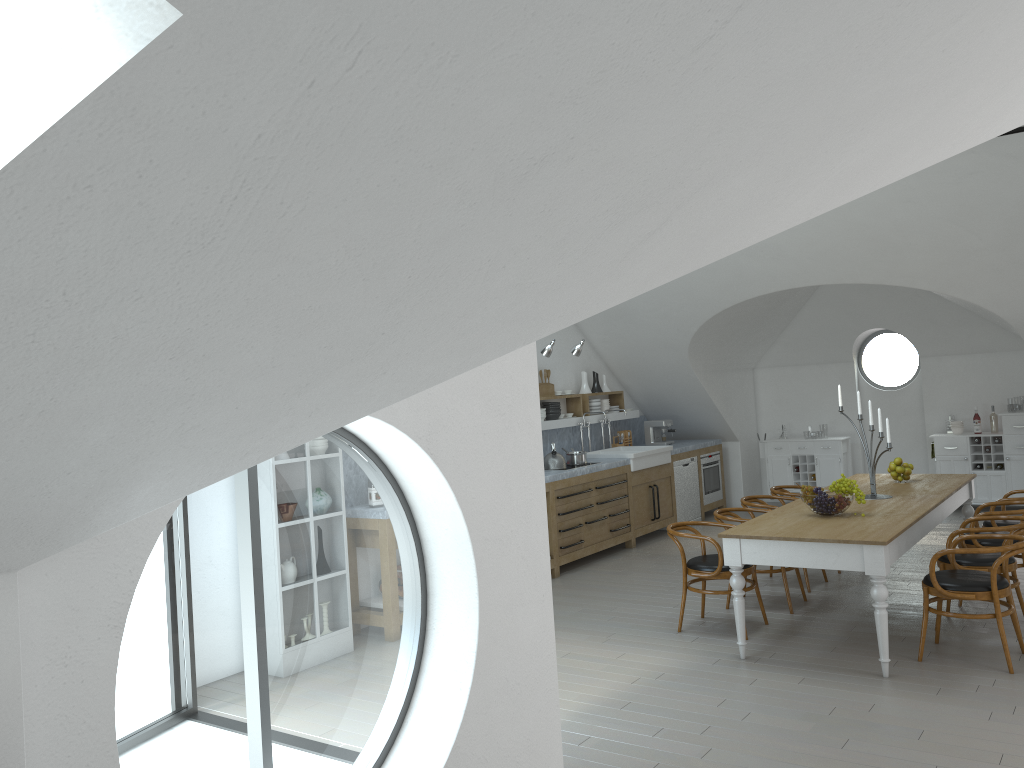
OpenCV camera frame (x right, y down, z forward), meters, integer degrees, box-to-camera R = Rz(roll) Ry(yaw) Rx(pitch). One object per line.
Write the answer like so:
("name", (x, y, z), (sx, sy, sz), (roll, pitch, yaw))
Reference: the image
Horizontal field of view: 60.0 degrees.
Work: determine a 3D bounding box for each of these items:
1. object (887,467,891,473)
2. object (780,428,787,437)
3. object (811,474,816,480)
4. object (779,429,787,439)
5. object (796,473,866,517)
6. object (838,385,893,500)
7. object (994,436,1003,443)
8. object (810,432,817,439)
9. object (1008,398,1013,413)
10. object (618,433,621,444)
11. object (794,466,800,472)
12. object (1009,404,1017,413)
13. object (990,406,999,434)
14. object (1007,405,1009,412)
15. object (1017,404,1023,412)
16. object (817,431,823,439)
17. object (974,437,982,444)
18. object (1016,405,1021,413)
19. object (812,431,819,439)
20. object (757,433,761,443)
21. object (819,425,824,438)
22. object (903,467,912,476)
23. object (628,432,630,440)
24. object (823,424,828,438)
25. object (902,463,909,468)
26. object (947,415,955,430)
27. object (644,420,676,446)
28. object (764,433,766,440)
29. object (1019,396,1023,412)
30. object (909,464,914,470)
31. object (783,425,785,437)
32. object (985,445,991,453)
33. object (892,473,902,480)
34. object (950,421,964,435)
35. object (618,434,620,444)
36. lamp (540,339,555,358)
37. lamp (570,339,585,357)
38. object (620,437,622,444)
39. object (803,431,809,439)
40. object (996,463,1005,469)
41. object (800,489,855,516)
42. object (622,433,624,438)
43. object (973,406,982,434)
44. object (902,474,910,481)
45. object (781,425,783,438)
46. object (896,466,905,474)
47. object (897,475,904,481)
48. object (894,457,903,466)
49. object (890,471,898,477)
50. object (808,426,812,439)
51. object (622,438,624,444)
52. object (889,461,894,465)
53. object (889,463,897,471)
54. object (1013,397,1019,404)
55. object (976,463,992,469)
("object", (3.250, 0.738, 7.595), (0.062, 0.059, 0.062), (-5, -2, 40))
("object", (3.664, 0.653, 11.975), (0.097, 0.137, 0.029), (-5, -2, 39))
("object", (3.947, 1.204, 11.521), (0.081, 0.083, 0.317), (-5, -1, 35))
("object", (3.660, 0.673, 11.969), (0.101, 0.138, 0.067), (-5, -2, 35))
("object", (2.176, 0.758, 6.059), (0.394, 0.284, 0.292), (-4, -1, 0))
("object", (2.751, 0.431, 6.862), (0.265, 0.876, 0.774), (-4, -1, 10))
("object", (5.743, 0.659, 10.462), (0.087, 0.085, 0.360), (-5, -1, 35))
("object", (3.924, 0.676, 11.537), (0.077, 0.085, 0.077), (-4, -1, 23))
("object", (5.846, 0.254, 10.394), (0.048, 0.169, 0.048), (-3, -2, -22))
("object", (1.348, 0.716, 11.142), (0.040, 0.192, 0.042), (-3, -2, -17))
("object", (3.758, 1.114, 11.610), (0.081, 0.085, 0.317), (-5, -1, 36))
("object", (5.835, 0.286, 10.312), (0.082, 0.105, 0.081), (-3, -1, -16))
("object", (5.719, 0.422, 10.521), (0.085, 0.331, 0.085), (-3, -2, -6))
("object", (5.895, 0.289, 10.452), (0.094, 0.093, 0.093), (-3, -1, -22))
("object", (5.975, 0.281, 10.408), (0.071, 0.099, 0.071), (-5, -2, 44))
("object", (4.005, 0.664, 11.522), (0.071, 0.099, 0.071), (-3, -2, -31))
("object", (5.579, 0.666, 10.590), (0.092, 0.094, 0.359), (-5, -1, 36))
("object", (5.907, 0.292, 10.361), (0.077, 0.085, 0.077), (-5, -2, 43))
("object", (3.981, 0.669, 11.610), (0.094, 0.093, 0.093), (-4, -1, 23))
("object", (3.340, 0.794, 11.898), (0.088, 0.269, 0.029), (-4, -2, 9))
("object", (4.047, 0.621, 11.577), (0.054, 0.179, 0.054), (-4, -2, 13))
("object", (3.335, 0.739, 7.478), (0.071, 0.072, 0.070), (-4, -1, 0))
("object", (1.490, 0.708, 11.296), (0.040, 0.192, 0.042), (-4, -2, -4))
("object", (4.074, 0.615, 11.520), (0.063, 0.187, 0.063), (-4, -2, 21))
("object", (3.336, 0.695, 7.512), (0.053, 0.057, 0.058), (-3, -2, -40))
("object", (5.436, 0.484, 10.974), (0.115, 0.209, 0.065), (-5, -2, 38))
("object", (1.959, 0.629, 11.482), (0.386, 0.321, 0.324), (-4, -1, 35))
("object", (3.385, 0.791, 11.866), (0.029, 0.269, 0.088), (-3, -2, -28))
("object", (6.026, 0.234, 10.458), (0.063, 0.187, 0.063), (-4, -2, 22))
("object", (3.385, 0.708, 7.541), (0.063, 0.063, 0.062), (-4, -1, -2))
("object", (3.670, 0.639, 11.949), (0.024, 0.164, 0.039), (-2, -3, -42))
("object", (5.672, 0.771, 10.532), (0.085, 0.085, 0.331), (-5, -1, 35))
("object", (3.286, 0.786, 7.569), (0.080, 0.074, 0.078), (-3, -1, -10))
("object", (5.390, 0.531, 10.732), (0.158, 0.160, 0.154), (-3, -1, -26))
("object", (1.351, 0.718, 11.115), (0.019, 0.196, 0.022), (-5, -2, 24))
("lamp", (0.345, -0.346, 8.682), (0.115, 0.178, 0.164), (-3, -2, -36))
("lamp", (0.683, -0.369, 9.151), (0.168, 0.176, 0.112), (-4, -2, 28))
("object", (1.364, 0.727, 11.099), (0.019, 0.179, 0.044), (-4, -2, 0))
("object", (3.839, 0.671, 11.553), (0.082, 0.105, 0.081), (-2, -2, -41))
("object", (5.762, 0.963, 10.458), (0.081, 0.081, 0.358), (-4, -1, 33))
("object", (2.168, 0.822, 6.083), (0.360, 0.160, 0.360), (-4, -1, 16))
("object", (1.388, 0.713, 11.114), (0.040, 0.192, 0.042), (-3, -2, -18))
("object", (5.576, 0.433, 10.630), (0.081, 0.330, 0.081), (-5, -2, 31))
("object", (3.350, 0.788, 7.531), (0.064, 0.063, 0.063), (-3, -2, -43))
("object", (3.652, 0.638, 11.980), (0.039, 0.175, 0.054), (-5, -2, 35))
("object", (3.272, 0.723, 7.472), (0.071, 0.064, 0.072), (-4, -1, 29))
("object", (3.287, 0.799, 7.501), (0.049, 0.050, 0.051), (-5, -2, 39))
("object", (3.286, 0.658, 7.538), (0.072, 0.074, 0.072), (-5, -2, 35))
("object", (3.238, 0.764, 7.512), (0.059, 0.056, 0.059), (-4, -1, 30))
("object", (3.903, 0.635, 11.602), (0.048, 0.169, 0.048), (-4, -2, 23))
("object", (1.389, 0.725, 11.128), (0.044, 0.179, 0.019), (-4, -2, 20))
("object", (3.276, 0.691, 7.616), (0.062, 0.060, 0.062), (-5, -1, 36))
("object", (3.240, 0.709, 7.538), (0.066, 0.071, 0.072), (-4, -1, 5))
("object", (5.966, 0.242, 10.478), (0.054, 0.179, 0.054), (-5, -2, 30))
("object", (5.625, 0.969, 10.564), (0.156, 0.085, 0.331), (-4, -1, 37))
